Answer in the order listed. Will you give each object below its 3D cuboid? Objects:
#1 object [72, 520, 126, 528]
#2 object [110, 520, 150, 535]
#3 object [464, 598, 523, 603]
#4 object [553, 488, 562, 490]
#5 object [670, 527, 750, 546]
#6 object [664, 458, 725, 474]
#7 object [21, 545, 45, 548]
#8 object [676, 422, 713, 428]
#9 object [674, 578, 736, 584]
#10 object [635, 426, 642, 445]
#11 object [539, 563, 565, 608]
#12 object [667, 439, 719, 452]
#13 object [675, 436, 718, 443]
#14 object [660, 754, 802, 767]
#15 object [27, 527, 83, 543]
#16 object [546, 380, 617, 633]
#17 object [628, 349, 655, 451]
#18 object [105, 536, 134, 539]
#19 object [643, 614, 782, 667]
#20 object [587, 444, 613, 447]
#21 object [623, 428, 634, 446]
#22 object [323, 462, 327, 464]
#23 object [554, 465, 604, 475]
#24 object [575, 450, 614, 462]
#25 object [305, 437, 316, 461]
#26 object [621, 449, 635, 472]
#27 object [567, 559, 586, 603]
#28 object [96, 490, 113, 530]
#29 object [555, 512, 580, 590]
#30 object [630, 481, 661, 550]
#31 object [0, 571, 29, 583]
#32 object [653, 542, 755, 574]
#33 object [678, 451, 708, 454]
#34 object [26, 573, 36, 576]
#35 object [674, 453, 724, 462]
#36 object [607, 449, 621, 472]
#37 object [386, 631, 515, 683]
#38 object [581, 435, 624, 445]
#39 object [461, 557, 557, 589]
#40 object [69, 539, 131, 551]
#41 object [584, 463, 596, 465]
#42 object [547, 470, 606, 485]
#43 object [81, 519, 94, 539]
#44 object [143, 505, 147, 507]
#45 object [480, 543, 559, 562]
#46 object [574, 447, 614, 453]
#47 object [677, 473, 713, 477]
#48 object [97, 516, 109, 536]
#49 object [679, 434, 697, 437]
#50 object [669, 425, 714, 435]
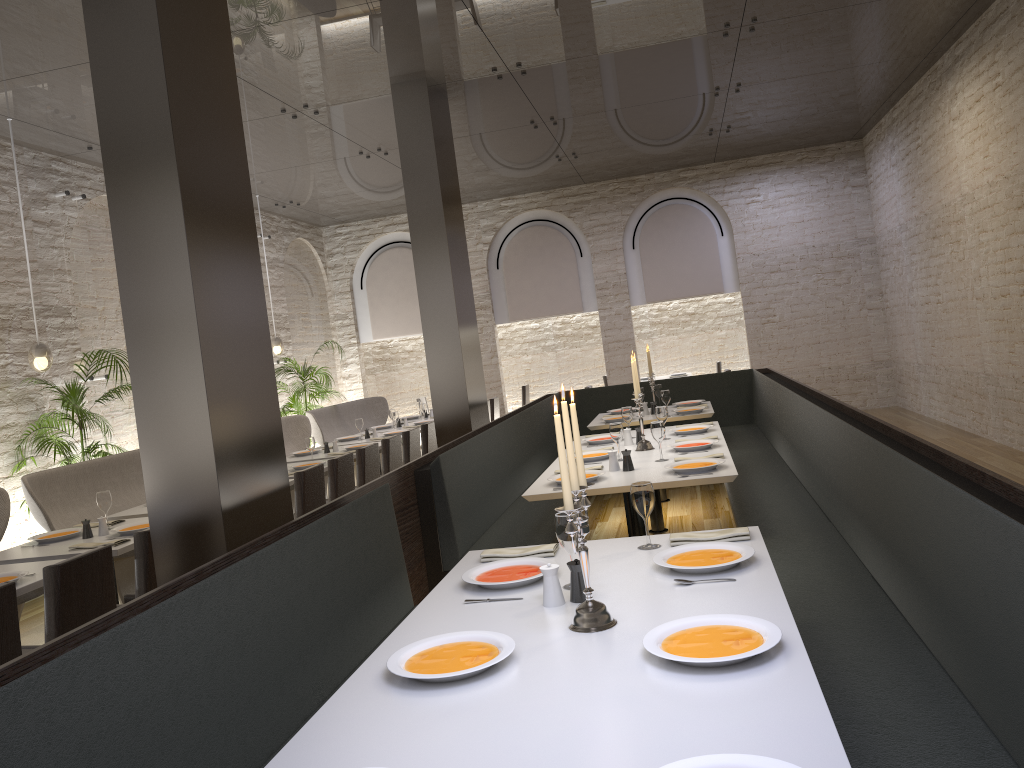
[{"bbox_3d":[-2.576,0.876,5.526,0.272,0.033,0.143,-7,2,11],"label":"object"},{"bbox_3d":[-2.135,0.828,5.091,0.322,0.036,0.321,-10,3,-44],"label":"object"},{"bbox_3d":[-0.056,0.661,2.721,0.185,0.010,0.017,-7,2,11],"label":"object"},{"bbox_3d":[0.305,0.540,4.608,0.185,0.010,0.017,-7,2,11],"label":"object"},{"bbox_3d":[0.700,0.536,3.146,0.272,0.033,0.143,-7,2,11],"label":"object"},{"bbox_3d":[0.970,0.439,4.698,0.322,0.036,0.321,-8,2,-13],"label":"object"},{"bbox_3d":[-2.696,0.915,5.014,0.185,0.010,0.017,-7,2,11],"label":"object"},{"bbox_3d":[1.378,0.315,6.686,0.272,0.033,0.143,-7,2,11],"label":"object"},{"bbox_3d":[0.570,0.581,2.622,0.181,0.015,0.038,-7,2,12],"label":"object"},{"bbox_3d":[0.878,0.354,6.081,0.068,0.126,0.069,-7,0,5],"label":"object"},{"bbox_3d":[0.117,0.590,2.608,0.068,0.126,0.069,-7,0,5],"label":"object"},{"bbox_3d":[1.125,0.387,5.510,0.321,0.036,0.322,-6,3,31],"label":"object"},{"bbox_3d":[1.217,0.369,5.842,0.272,0.033,0.143,-7,2,11],"label":"object"},{"bbox_3d":[0.329,0.655,1.347,0.322,0.036,0.321,-8,2,-13],"label":"object"},{"bbox_3d":[-2.658,0.892,5.194,0.322,0.036,0.321,-10,3,-44],"label":"object"},{"bbox_3d":[0.174,0.319,2.373,0.131,0.657,0.391,-7,0,22],"label":"object"},{"bbox_3d":[0.821,0.101,5.756,0.131,0.657,0.391,-7,0,22],"label":"object"},{"bbox_3d":[-2.173,0.848,4.911,0.181,0.015,0.038,-7,2,12],"label":"object"},{"bbox_3d":[0.469,0.608,2.076,0.322,0.036,0.321,-8,2,-13],"label":"object"},{"bbox_3d":[0.621,0.433,6.261,0.185,0.010,0.017,-7,2,11],"label":"object"},{"bbox_3d":[0.798,0.364,6.100,0.068,0.126,0.069,-7,0,5],"label":"object"},{"bbox_3d":[-1.669,0.681,7.549,0.185,0.010,0.017,-7,2,11],"label":"object"},{"bbox_3d":[0.392,0.503,5.163,0.272,0.033,0.143,-7,2,11],"label":"object"},{"bbox_3d":[0.508,0.463,5.632,0.321,0.036,0.322,-6,3,31],"label":"object"},{"bbox_3d":[-1.730,0.575,7.644,0.086,0.231,0.086,-8,0,-37],"label":"object"},{"bbox_3d":[0.647,0.428,4.971,0.068,0.126,0.069,-7,1,42],"label":"object"},{"bbox_3d":[0.197,0.580,2.617,0.068,0.126,0.069,-7,0,5],"label":"object"},{"bbox_3d":[-2.434,0.759,5.308,0.086,0.231,0.086,-8,0,-37],"label":"object"},{"bbox_3d":[0.186,0.518,2.767,0.086,0.231,0.087,-7,0,23],"label":"object"},{"bbox_3d":[0.473,0.466,3.145,0.086,0.231,0.087,-7,0,23],"label":"object"},{"bbox_3d":[-2.348,0.900,3.978,0.322,0.036,0.321,-8,2,-11],"label":"object"},{"bbox_3d":[0.611,0.560,2.823,0.321,0.036,0.322,-6,3,31],"label":"object"},{"bbox_3d":[1.086,0.407,5.318,0.181,0.015,0.038,-7,2,12],"label":"object"},{"bbox_3d":[-2.318,0.900,4.153,0.185,0.010,0.017,-7,2,11],"label":"object"},{"bbox_3d":[1.062,0.421,5.033,0.272,0.033,0.143,-7,2,11],"label":"object"},{"bbox_3d":[0.577,0.435,5.035,0.068,0.126,0.069,-7,0,34],"label":"object"},{"bbox_3d":[-0.149,0.684,2.198,0.322,0.036,0.321,-8,2,-13],"label":"object"},{"bbox_3d":[0.667,0.409,6.468,0.321,0.036,0.322,-7,2,7],"label":"object"},{"bbox_3d":[-0.006,0.636,2.944,0.321,0.036,0.322,-6,3,31],"label":"object"},{"bbox_3d":[-2.203,0.858,4.737,0.272,0.033,0.143,-7,2,11],"label":"object"},{"bbox_3d":[0.460,0.488,5.417,0.185,0.010,0.017,-7,2,11],"label":"object"},{"bbox_3d":[0.353,0.515,4.820,0.321,0.036,0.322,-7,2,9],"label":"object"},{"bbox_3d":[-2.438,0.829,5.081,0.059,0.109,0.059,-7,0,19],"label":"object"},{"bbox_3d":[-2.477,0.841,6.157,0.185,0.010,0.017,-7,2,11],"label":"object"},{"bbox_3d":[0.030,0.619,3.276,0.272,0.033,0.143,-7,2,11],"label":"object"},{"bbox_3d":[0.547,0.451,5.972,0.272,0.033,0.143,-7,2,11],"label":"object"},{"bbox_3d":[0.931,0.460,4.510,0.181,0.015,0.038,-7,2,12],"label":"object"},{"bbox_3d":[-2.361,0.817,5.113,0.059,0.109,0.059,-7,0,19],"label":"object"},{"bbox_3d":[1.247,0.353,6.162,0.181,0.015,0.038,-7,2,12],"label":"object"},{"bbox_3d":[1.285,0.333,6.346,0.321,0.036,0.322,-7,2,7],"label":"object"}]
